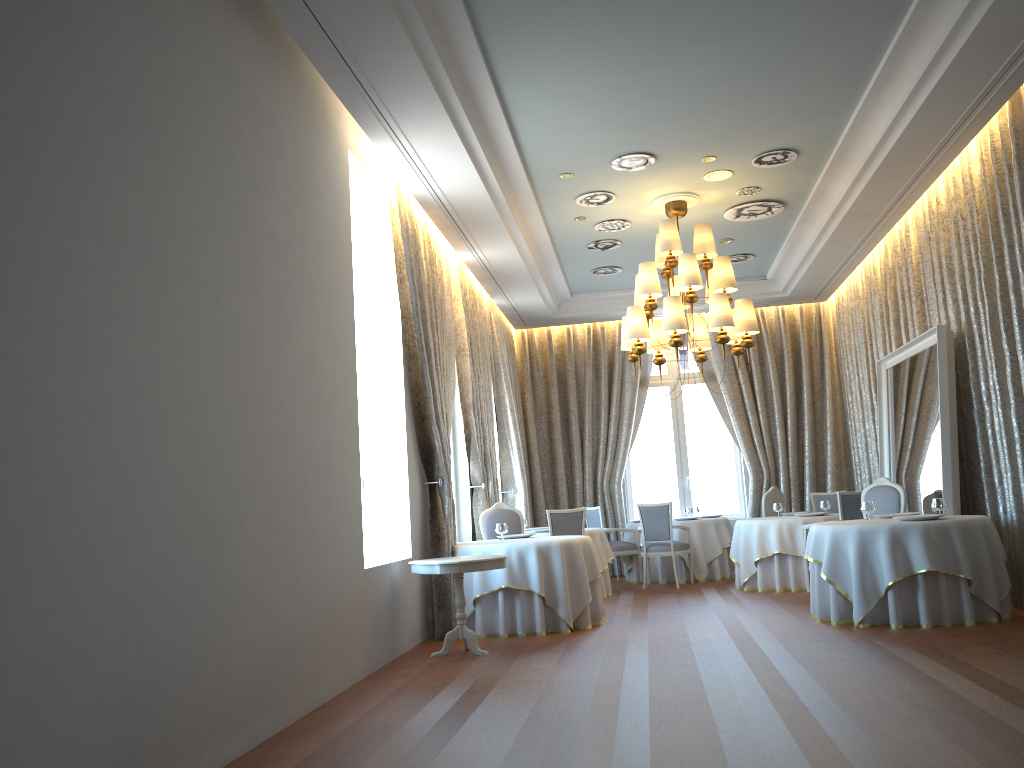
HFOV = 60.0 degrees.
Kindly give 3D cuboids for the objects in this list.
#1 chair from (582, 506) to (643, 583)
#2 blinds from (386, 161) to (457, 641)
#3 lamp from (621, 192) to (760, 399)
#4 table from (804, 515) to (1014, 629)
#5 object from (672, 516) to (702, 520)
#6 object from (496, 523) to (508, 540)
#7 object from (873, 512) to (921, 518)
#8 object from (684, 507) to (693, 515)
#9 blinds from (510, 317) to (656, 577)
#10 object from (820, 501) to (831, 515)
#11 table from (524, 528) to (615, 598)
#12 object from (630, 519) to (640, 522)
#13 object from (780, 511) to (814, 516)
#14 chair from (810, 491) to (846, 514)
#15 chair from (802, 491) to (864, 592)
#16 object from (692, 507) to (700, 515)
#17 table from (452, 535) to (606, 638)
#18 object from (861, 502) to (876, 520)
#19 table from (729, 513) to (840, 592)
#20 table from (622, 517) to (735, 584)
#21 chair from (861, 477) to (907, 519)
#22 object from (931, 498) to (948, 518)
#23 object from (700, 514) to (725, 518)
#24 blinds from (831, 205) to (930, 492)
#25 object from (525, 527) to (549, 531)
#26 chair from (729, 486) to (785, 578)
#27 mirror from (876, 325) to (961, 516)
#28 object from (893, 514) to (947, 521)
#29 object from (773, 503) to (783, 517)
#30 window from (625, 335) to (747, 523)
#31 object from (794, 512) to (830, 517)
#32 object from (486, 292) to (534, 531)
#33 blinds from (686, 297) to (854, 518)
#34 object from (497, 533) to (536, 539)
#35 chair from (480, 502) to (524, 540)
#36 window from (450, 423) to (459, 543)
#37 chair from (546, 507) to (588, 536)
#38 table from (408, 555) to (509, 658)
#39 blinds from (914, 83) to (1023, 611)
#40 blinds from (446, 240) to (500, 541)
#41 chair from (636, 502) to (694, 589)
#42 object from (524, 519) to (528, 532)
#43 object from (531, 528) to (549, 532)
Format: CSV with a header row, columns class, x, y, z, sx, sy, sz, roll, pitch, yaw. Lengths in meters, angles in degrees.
class,x,y,z,sx,sy,sz,roll,pitch,yaw
chair,1.420,2.288,12.648,0.629,1.108,0.650,0,-9,-27
blinds,-0.759,0.036,8.829,0.315,4.930,2.204,-5,-8,8
lamp,1.825,-0.937,9.402,1.373,2.121,1.373,4,-11,-44
table,3.482,1.650,7.877,1.663,0.890,1.667,-3,-8,-3
object,2.470,1.902,12.538,0.419,0.036,0.419,-5,-8,7
object,-0.101,1.497,8.985,0.128,0.165,0.128,-2,-8,-10
object,3.621,1.237,8.341,0.419,0.036,0.419,-5,-8,7
object,2.565,1.876,12.856,0.128,0.165,0.128,-5,-8,8
blinds,1.189,0.682,14.261,2.535,4.901,0.386,-5,-8,8
object,3.833,1.512,10.842,0.128,0.165,0.128,-5,-8,8
table,0.478,2.333,11.380,1.667,0.890,1.663,-4,-8,2
object,1.911,1.989,12.908,0.419,0.036,0.419,-5,-8,7
object,3.671,1.669,11.418,0.419,0.036,0.419,-5,-8,7
chair,4.300,2.022,12.044,0.650,1.108,0.629,-8,-9,28
chair,3.709,1.766,9.969,0.650,1.108,0.629,0,-9,-22
object,2.745,1.921,13.258,0.128,0.165,0.128,-5,-8,8
table,0.085,1.992,8.793,1.663,0.890,1.667,-3,-8,-3
object,3.304,1.176,8.225,0.128,0.165,0.128,-10,-10,38
table,3.557,2.077,10.936,1.663,0.890,1.667,-7,-9,22
table,2.448,2.426,12.918,1.667,0.890,1.663,-8,-9,26
chair,3.553,1.555,8.808,0.690,1.233,0.563,1,-9,-32
object,3.713,1.076,7.699,0.128,0.165,0.128,-5,-8,8
object,2.895,1.934,12.958,0.419,0.036,0.419,-5,-8,7
blinds,4.823,0.065,11.628,0.238,4.819,4.439,-5,-8,8
object,0.376,1.943,11.901,0.419,0.036,0.419,-5,-8,7
chair,3.428,2.062,12.344,0.563,1.233,0.690,4,-11,-41
mirror,4.256,0.853,9.363,0.385,2.564,2.251,-5,-8,8
object,3.443,1.129,7.494,0.419,0.036,0.419,-5,-8,7
object,3.391,1.604,11.292,0.128,0.165,0.128,-5,-8,8
window,2.710,0.581,14.466,1.881,3.306,0.196,-5,-8,8
object,3.589,1.560,10.610,0.419,0.036,0.419,-5,-8,7
object,0.008,0.676,13.368,0.386,4.901,2.121,-5,-8,8
blinds,4.027,0.448,13.864,2.476,4.901,0.386,-5,-8,8
object,0.048,1.592,9.268,0.419,0.036,0.419,-5,-8,7
chair,-0.009,1.896,9.646,0.563,1.233,0.690,-1,-8,-17
window,-0.847,0.182,10.059,0.259,3.306,1.882,-5,-8,8
chair,0.572,2.013,10.322,0.650,1.108,0.629,-1,-8,-17
table,-0.416,1.844,7.299,0.761,0.801,0.760,4,-11,-42
blinds,4.184,-0.500,7.339,0.238,4.819,4.439,-5,-8,8
blinds,-0.376,0.353,11.237,0.335,4.969,2.257,-5,-8,8
chair,2.011,2.135,11.830,0.650,1.108,0.629,-7,-9,23
object,0.143,1.865,11.702,0.128,0.165,0.128,-5,-8,8
object,0.444,1.809,10.981,0.419,0.036,0.419,-5,-8,7
